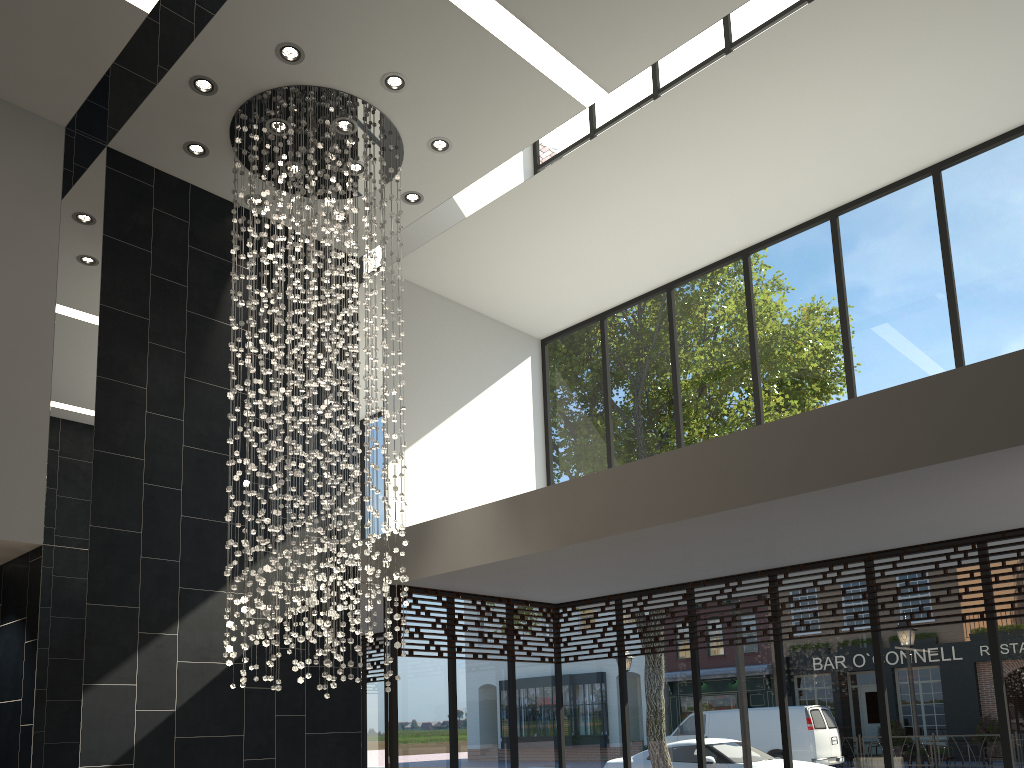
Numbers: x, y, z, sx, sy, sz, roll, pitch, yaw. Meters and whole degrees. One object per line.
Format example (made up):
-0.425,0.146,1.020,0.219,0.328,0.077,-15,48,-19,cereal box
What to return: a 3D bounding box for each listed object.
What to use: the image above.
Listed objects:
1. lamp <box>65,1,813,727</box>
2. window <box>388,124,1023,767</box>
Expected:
-5.809,-43.513,7.135,401.160,107.999,422.095,6,-22,-20,lamp
1.872,1.097,6.727,6.344,5.694,2.405,-17,-19,42,window
